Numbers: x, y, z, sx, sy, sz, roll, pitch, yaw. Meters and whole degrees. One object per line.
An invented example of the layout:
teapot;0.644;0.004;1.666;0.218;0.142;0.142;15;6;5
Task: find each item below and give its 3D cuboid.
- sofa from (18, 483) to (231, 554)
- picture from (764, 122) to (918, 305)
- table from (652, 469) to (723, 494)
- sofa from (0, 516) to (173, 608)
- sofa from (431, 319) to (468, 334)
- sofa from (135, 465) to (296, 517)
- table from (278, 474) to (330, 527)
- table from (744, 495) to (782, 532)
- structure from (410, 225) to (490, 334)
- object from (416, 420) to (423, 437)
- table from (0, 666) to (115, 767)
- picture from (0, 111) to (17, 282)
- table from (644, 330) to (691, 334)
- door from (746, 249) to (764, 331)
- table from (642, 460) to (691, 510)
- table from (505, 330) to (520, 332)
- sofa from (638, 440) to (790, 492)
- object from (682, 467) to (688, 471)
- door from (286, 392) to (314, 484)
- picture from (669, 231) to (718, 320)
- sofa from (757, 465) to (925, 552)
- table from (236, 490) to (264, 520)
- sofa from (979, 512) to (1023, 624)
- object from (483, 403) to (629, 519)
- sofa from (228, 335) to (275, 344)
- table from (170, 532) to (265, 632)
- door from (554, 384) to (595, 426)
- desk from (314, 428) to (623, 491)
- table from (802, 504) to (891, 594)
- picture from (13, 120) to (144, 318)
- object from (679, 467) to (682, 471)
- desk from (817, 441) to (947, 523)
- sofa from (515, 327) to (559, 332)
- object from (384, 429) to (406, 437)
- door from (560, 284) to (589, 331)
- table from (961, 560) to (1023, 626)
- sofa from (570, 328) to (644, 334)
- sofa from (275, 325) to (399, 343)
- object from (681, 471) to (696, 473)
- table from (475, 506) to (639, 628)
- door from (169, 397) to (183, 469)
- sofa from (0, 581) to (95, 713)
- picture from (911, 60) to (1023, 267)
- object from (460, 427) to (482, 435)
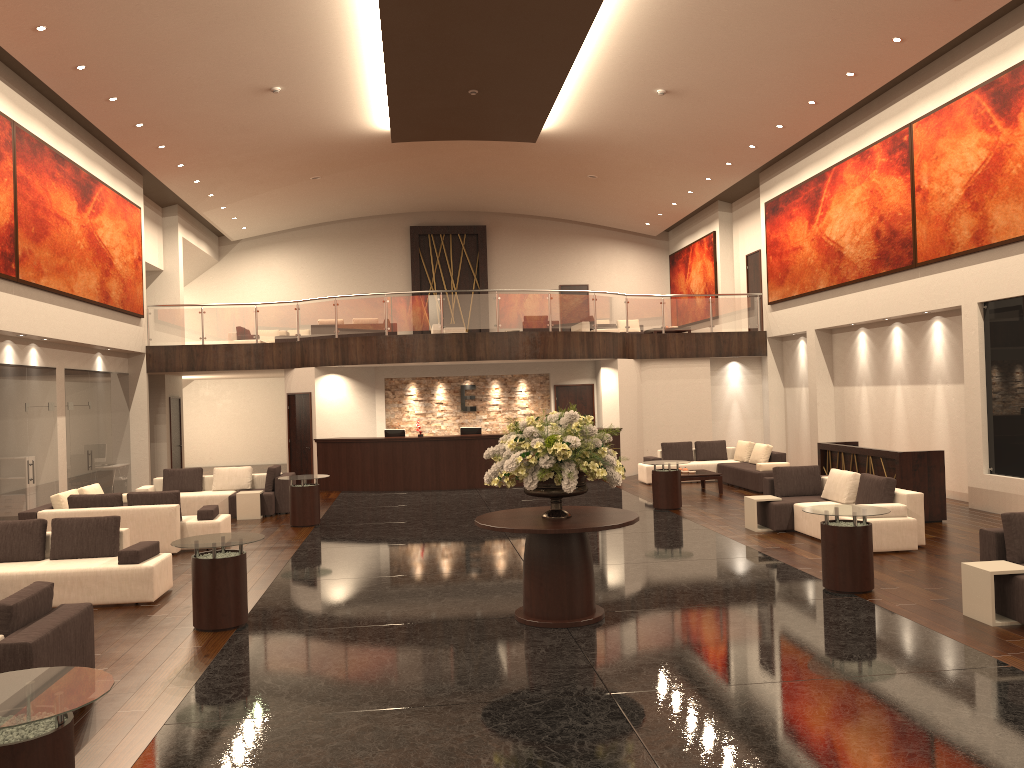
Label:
sofa;-5.517;1.952;13.670;2.586;0.862;3.366;-2;-1;-6
picture;6.654;-3.252;18.653;0.070;2.526;6.485;-2;-1;-6
table;3.461;1.952;17.613;1.100;0.380;1.100;-2;-1;-6
sofa;-4.916;1.881;8.354;2.586;0.862;3.366;-2;-1;-6
sofa;-1.753;-1.462;26.569;1.291;0.862;2.846;-2;-1;-6
sofa;-5.496;1.977;16.298;2.846;0.862;1.291;-2;-1;-6
table;-3.411;1.927;14.591;0.833;0.795;0.844;-2;-1;33
table;3.615;1.861;12.768;0.400;0.460;0.400;-2;-1;-6
structure;-2.054;-3.115;29.381;2.524;4.236;0.187;-2;-1;-6
object;-2.043;0.972;19.637;0.163;0.390;0.165;-2;-1;1
table;-2.214;1.786;3.944;0.844;0.795;0.833;-2;-1;45
picture;-7.514;-2.880;11.547;0.070;2.526;4.515;-2;-1;-6
table;4.552;-1.424;26.013;1.100;0.380;1.100;-2;-1;-6
door;6.540;-2.432;23.859;0.104;2.232;0.990;-2;-1;-6
table;2.666;1.744;15.260;0.833;0.795;0.844;-2;-1;33
table;0.009;-1.322;25.846;0.400;0.460;0.400;-2;-1;-6
sofa;4.237;1.695;18.534;2.586;0.862;3.366;-2;-1;-6
object;3.460;1.711;17.699;0.119;0.106;0.119;-2;-1;-24
door;-4.891;1.314;20.530;0.990;2.232;0.104;-2;-1;44
picture;5.647;-3.131;27.833;0.070;2.526;4.515;-2;-1;-6
sofa;4.348;1.629;12.062;1.291;0.862;2.846;-2;-1;-6
table;-4.639;2.147;15.728;0.400;0.460;0.400;-2;-1;-6
sofa;4.913;1.561;6.920;1.291;0.862;2.846;-2;-1;-6
object;0.367;0.676;8.189;1.402;1.097;1.453;-2;-1;40
sofa;-6.729;-1.304;26.902;3.366;0.862;2.586;-2;-1;-6
table;-2.714;1.844;8.237;0.844;0.795;0.833;-2;-1;45
door;1.552;1.122;21.728;0.990;2.232;0.104;-2;-1;-6
desk;-0.906;1.716;20.199;7.146;1.171;1.674;-2;-1;-5
table;3.363;1.661;8.907;0.844;0.795;0.833;-2;-1;45
picture;-8.115;-2.808;17.026;0.070;2.526;6.485;-2;-1;-6
object;3.364;1.715;17.820;0.119;0.106;0.119;-2;-1;17
desk;5.802;1.512;14.122;0.700;1.043;2.606;-2;-1;-6
sofa;0.570;-1.534;26.699;1.291;0.862;2.846;-2;-1;-6
object;-2.651;1.275;20.102;0.483;0.485;0.189;-2;-1;9
door;2.127;-2.235;29.919;0.990;2.232;0.104;-2;-1;-6
table;4.180;1.793;7.625;0.400;0.460;0.400;-2;-1;-6
sofa;3.637;-1.626;27.012;3.366;0.862;2.586;-2;-1;-6
sofa;-4.973;-1.372;25.587;3.366;0.862;2.586;-2;-1;-6
object;3.443;1.744;17.567;0.437;0.040;0.154;-2;-1;40
table;0.425;1.683;8.180;1.498;0.921;1.498;-2;-1;-15
door;-8.662;1.454;22.831;0.104;2.232;0.990;-2;-1;-6
sofa;-4.342;1.839;5.784;2.846;0.862;1.291;-2;-1;-6
picture;7.255;-3.324;13.174;0.070;2.526;4.515;-2;-1;-6
object;-0.923;1.220;20.020;0.483;0.485;0.189;-2;-1;-6
